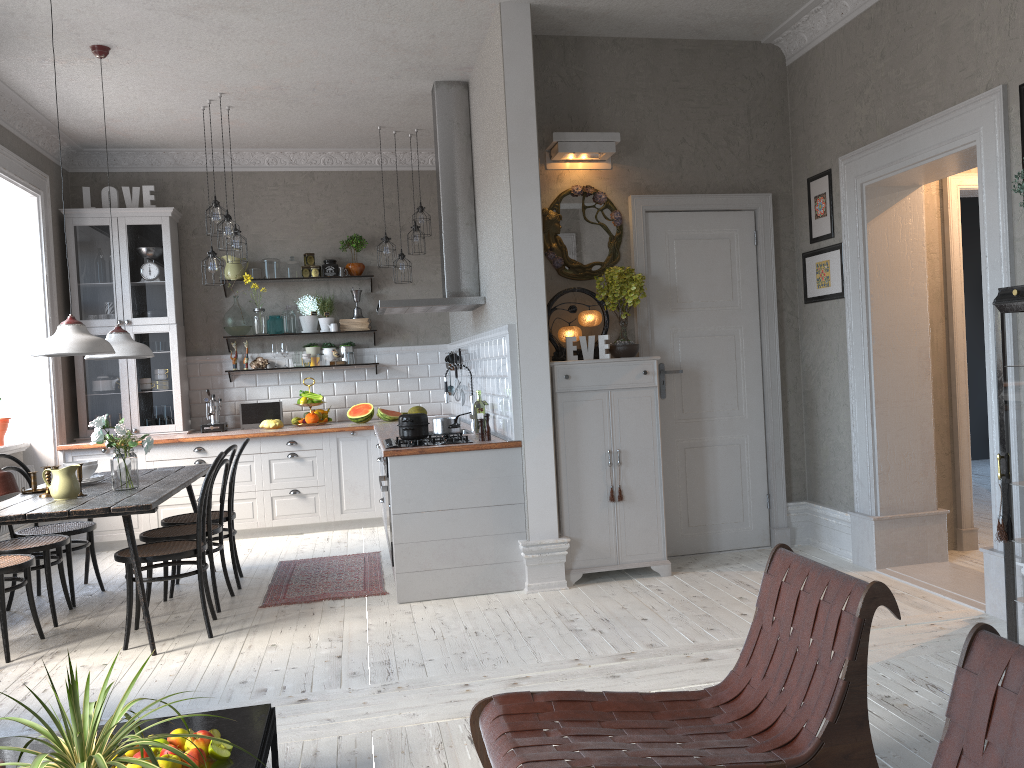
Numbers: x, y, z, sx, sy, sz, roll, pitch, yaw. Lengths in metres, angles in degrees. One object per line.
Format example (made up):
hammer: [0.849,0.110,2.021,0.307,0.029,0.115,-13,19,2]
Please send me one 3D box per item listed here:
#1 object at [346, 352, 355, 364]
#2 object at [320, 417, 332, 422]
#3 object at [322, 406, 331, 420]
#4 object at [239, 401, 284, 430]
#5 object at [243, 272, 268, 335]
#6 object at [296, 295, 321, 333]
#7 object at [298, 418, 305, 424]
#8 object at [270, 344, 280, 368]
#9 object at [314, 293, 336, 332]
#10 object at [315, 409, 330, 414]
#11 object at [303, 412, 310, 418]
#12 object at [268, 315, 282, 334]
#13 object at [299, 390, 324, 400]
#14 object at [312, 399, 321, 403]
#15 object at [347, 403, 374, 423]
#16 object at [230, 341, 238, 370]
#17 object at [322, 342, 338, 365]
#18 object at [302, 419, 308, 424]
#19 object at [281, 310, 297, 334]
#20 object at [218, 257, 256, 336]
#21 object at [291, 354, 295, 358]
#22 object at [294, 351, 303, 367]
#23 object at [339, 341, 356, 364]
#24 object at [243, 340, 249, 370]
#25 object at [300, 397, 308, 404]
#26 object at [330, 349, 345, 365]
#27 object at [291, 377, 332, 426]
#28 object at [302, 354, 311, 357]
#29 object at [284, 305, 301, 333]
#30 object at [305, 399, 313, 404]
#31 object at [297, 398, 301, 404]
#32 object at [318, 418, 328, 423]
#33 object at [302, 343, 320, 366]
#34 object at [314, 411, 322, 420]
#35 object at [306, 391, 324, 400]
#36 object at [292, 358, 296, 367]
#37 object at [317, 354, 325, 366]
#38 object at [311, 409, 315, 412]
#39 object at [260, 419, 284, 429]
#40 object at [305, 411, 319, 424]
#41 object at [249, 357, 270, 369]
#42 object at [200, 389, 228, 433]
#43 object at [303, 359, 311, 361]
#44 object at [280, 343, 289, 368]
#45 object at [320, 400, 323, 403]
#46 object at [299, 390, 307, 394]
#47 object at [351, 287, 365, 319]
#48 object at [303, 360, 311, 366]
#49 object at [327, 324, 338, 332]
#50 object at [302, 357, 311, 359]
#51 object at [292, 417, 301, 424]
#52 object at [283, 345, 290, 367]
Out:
object: [-1.452,-0.232,7.955,0.079,0.108,0.077,-4,1,-18]
object: [-1.687,0.312,7.842,0.213,0.044,0.055,-2,1,26]
object: [-1.642,0.252,7.802,0.060,0.120,0.126,-3,1,13]
object: [-2.178,0.274,7.706,0.354,0.226,0.087,-3,1,-12]
object: [-2.237,-0.699,7.728,0.194,0.540,0.277,-4,1,-19]
object: [-1.812,-0.633,7.967,0.244,0.354,0.235,-3,1,7]
object: [-1.827,0.323,7.729,0.084,0.057,0.089,-3,1,21]
object: [-2.110,-0.249,7.889,0.083,0.217,0.080,-4,1,-25]
object: [-1.673,-0.652,7.945,0.166,0.380,0.188,-2,2,40]
object: [-1.670,0.247,7.803,0.128,0.056,0.059,-3,1,-19]
object: [-1.785,0.281,7.828,0.078,0.076,0.156,-3,1,16]
object: [-2.113,-0.523,7.903,0.127,0.172,0.125,-3,1,-8]
object: [-1.752,0.097,7.734,0.212,0.101,0.067,-3,1,-6]
object: [-1.716,0.162,7.748,0.077,0.062,0.098,-4,2,-38]
object: [-1.314,0.256,7.684,0.234,0.174,0.219,-3,1,10]
object: [-2.450,-0.250,7.815,0.054,0.264,0.060,-4,2,-40]
object: [-1.653,-0.273,8.018,0.171,0.214,0.149,-3,1,18]
object: [-1.814,0.331,7.748,0.071,0.076,0.225,-4,1,-28]
object: [-1.977,-0.546,7.842,0.124,0.206,0.126,-3,1,11]
object: [-2.421,-0.757,7.733,0.341,0.674,0.330,-4,2,-43]
object: [-1.935,-0.226,7.941,0.077,0.083,0.078,-3,1,7]
object: [-1.892,-0.221,7.875,0.080,0.139,0.077,-4,2,-38]
object: [-1.492,-0.281,8.062,0.160,0.213,0.151,-3,1,-14]
object: [-2.344,-0.256,7.822,0.052,0.264,0.062,-3,1,25]
object: [-1.804,0.144,7.679,0.059,0.069,0.079,-3,1,9]
object: [-1.563,-0.242,7.949,0.121,0.147,0.098,-4,2,-43]
object: [-1.768,0.154,7.757,0.358,0.425,0.346,-4,1,-26]
object: [-1.818,-0.241,7.847,0.078,0.051,0.076,-4,1,-25]
object: [-1.982,-0.577,7.993,0.132,0.264,0.131,-3,1,-6]
object: [-1.765,0.164,7.703,0.064,0.061,0.066,-3,1,-11]
object: [-1.831,0.160,7.749,0.097,0.078,0.099,-4,1,-24]
object: [-1.648,0.321,7.727,0.088,0.051,0.069,-2,1,36]
object: [-1.806,-0.268,7.977,0.159,0.217,0.153,-4,1,-31]
object: [-1.701,0.278,7.723,0.088,0.078,0.088,-3,1,15]
object: [-1.736,0.105,7.806,0.179,0.096,0.089,-3,1,8]
object: [-1.933,-0.193,7.942,0.077,0.083,0.078,-3,1,7]
object: [-1.712,-0.217,7.925,0.079,0.108,0.077,-4,1,-18]
object: [-1.753,0.268,7.828,0.086,0.093,0.086,-3,1,-15]
object: [-2.043,0.341,7.531,0.198,0.083,0.187,-3,1,-11]
object: [-1.727,0.292,7.641,0.115,0.111,0.109,-4,2,-44]
object: [-2.234,-0.186,7.822,0.180,0.111,0.094,-4,1,-34]
object: [-2.550,0.226,7.537,0.207,0.370,0.350,-3,1,-11]
object: [-1.816,-0.198,7.848,0.078,0.051,0.076,-3,1,-18]
object: [-2.006,-0.253,7.816,0.083,0.217,0.080,-4,1,-25]
object: [-1.681,0.157,7.786,0.052,0.050,0.049,-3,1,-2]
object: [-1.819,0.080,7.723,0.074,0.058,0.050,-4,1,-34]
object: [-1.404,-0.731,8.027,0.133,0.287,0.128,-4,1,-26]
object: [-1.815,-0.181,7.848,0.078,0.051,0.076,-3,1,-18]
object: [-1.589,-0.502,7.900,0.105,0.071,0.063,-3,1,18]
object: [-1.817,-0.216,7.847,0.077,0.051,0.077,-3,1,8]
object: [-1.872,0.321,7.756,0.075,0.072,0.153,-3,1,19]
object: [-2.024,-0.254,7.903,0.083,0.217,0.080,-4,1,-25]
